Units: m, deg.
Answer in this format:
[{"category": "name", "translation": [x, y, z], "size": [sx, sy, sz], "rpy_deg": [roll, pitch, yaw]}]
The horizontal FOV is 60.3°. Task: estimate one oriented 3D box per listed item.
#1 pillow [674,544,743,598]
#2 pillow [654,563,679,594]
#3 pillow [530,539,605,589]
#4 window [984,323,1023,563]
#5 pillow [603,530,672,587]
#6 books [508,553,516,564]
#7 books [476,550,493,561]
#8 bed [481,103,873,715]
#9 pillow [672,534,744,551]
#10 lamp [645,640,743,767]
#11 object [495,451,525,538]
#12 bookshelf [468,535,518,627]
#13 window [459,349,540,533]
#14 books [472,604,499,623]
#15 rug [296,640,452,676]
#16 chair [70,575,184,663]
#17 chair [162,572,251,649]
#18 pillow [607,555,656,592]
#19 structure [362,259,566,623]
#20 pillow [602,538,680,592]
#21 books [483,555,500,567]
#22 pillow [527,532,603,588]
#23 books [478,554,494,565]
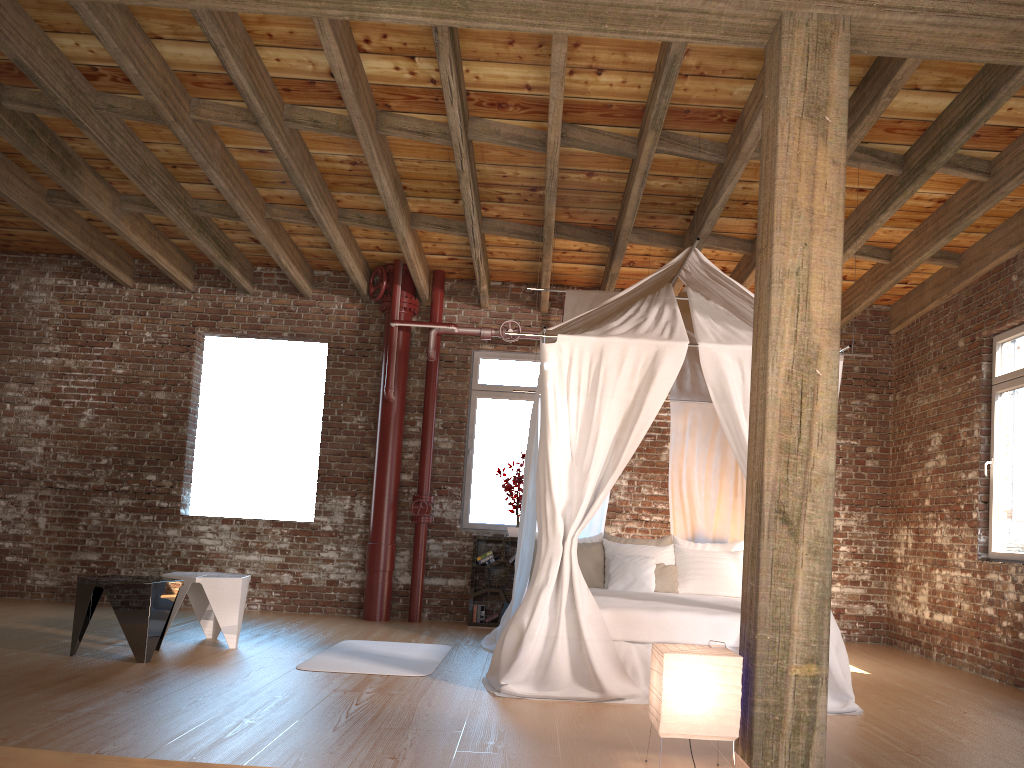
[{"category": "pillow", "translation": [1.618, 1.529, 7.137], "size": [0.621, 0.430, 0.298], "rpy_deg": [3, -6, 0]}, {"category": "pillow", "translation": [1.180, 1.534, 6.978], "size": [0.286, 0.232, 0.165], "rpy_deg": [4, -6, -2]}, {"category": "pillow", "translation": [0.447, 1.461, 7.101], "size": [0.607, 0.412, 0.364], "rpy_deg": [4, -7, -3]}, {"category": "window", "translation": [3.813, 0.400, 6.404], "size": [0.169, 1.836, 1.340], "rpy_deg": [3, -6, 2]}, {"category": "pillow", "translation": [1.031, 1.477, 7.323], "size": [0.625, 0.491, 0.212], "rpy_deg": [3, -5, -1]}, {"category": "books", "translation": [0.085, 1.650, 8.383], "size": [0.241, 0.165, 0.136], "rpy_deg": [3, -6, -1]}, {"category": "books", "translation": [-0.259, 1.628, 8.375], "size": [0.152, 0.108, 0.136], "rpy_deg": [3, -7, 0]}, {"category": "bed", "translation": [1.091, 0.103, 6.375], "size": [2.469, 3.856, 2.718], "rpy_deg": [3, -6, 0]}, {"category": "pillow", "translation": [1.624, 1.517, 7.336], "size": [0.624, 0.495, 0.211], "rpy_deg": [3, -5, -1]}, {"category": "lamp", "translation": [0.776, 1.359, 3.036], "size": [0.358, 0.774, 1.400], "rpy_deg": [4, -8, -6]}, {"category": "object", "translation": [0.027, 1.054, 8.483], "size": [0.412, 0.834, 0.402], "rpy_deg": [4, -5, -4]}, {"category": "bookshelf", "translation": [0.039, 1.892, 8.434], "size": [0.846, 0.840, 0.298], "rpy_deg": [3, -5, -1]}, {"category": "window", "translation": [0.174, 0.583, 8.786], "size": [1.330, 1.837, 0.170], "rpy_deg": [3, -4, -1]}, {"category": "books", "translation": [-0.244, 2.173, 8.334], "size": [0.247, 0.159, 0.136], "rpy_deg": [3, -6, -1]}, {"category": "rug", "translation": [-0.903, 1.884, 6.116], "size": [0.849, 0.007, 1.464], "rpy_deg": [3, -9, 2]}, {"category": "chair", "translation": [-2.429, 1.477, 5.580], "size": [0.602, 0.487, 0.552], "rpy_deg": [-4, -10, 44]}, {"category": "chair", "translation": [-2.182, 1.602, 6.264], "size": [0.634, 0.487, 0.524], "rpy_deg": [9, -9, -36]}, {"category": "pillow", "translation": [0.941, 1.490, 6.940], "size": [0.379, 0.289, 0.220], "rpy_deg": [2, -6, 8]}, {"category": "structure", "translation": [-0.496, 0.541, 8.395], "size": [1.978, 3.441, 0.586], "rpy_deg": [4, -5, -2]}, {"category": "pillow", "translation": [1.030, 1.459, 7.119], "size": [0.606, 0.400, 0.355], "rpy_deg": [4, -7, -3]}, {"category": "books", "translation": [-0.191, 1.679, 8.373], "size": [0.155, 0.113, 0.136], "rpy_deg": [3, -7, 0]}, {"category": "pillow", "translation": [0.453, 1.458, 7.300], "size": [0.625, 0.489, 0.203], "rpy_deg": [3, -5, -1]}, {"category": "books", "translation": [-0.248, 1.664, 8.373], "size": [0.152, 0.108, 0.136], "rpy_deg": [3, -7, 0]}]
